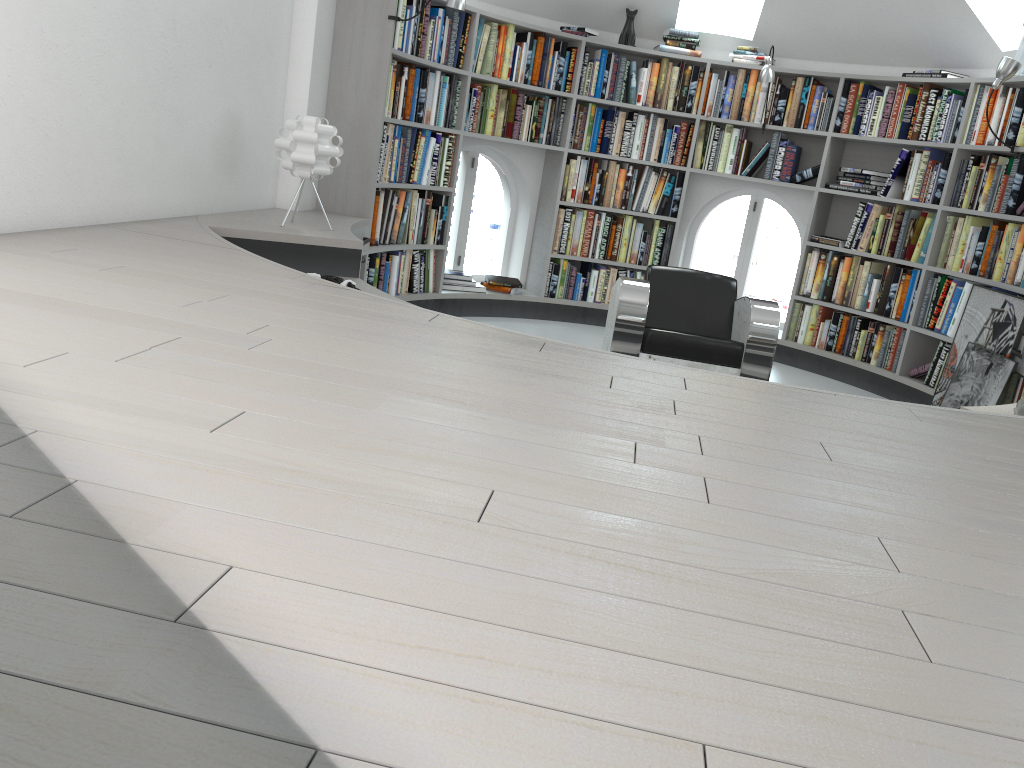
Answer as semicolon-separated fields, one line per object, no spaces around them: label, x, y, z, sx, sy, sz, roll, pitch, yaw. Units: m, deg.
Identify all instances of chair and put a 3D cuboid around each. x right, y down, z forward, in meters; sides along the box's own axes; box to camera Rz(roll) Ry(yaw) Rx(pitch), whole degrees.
chair;0.934;-0.242;4.840;0.823;0.715;0.746;9;14;1

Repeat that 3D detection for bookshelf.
bookshelf;1.175;-1.277;5.908;4.335;1.868;2.121;11;14;7

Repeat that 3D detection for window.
window;0.737;-1.166;6.887;3.229;1.143;0.621;7;14;-7

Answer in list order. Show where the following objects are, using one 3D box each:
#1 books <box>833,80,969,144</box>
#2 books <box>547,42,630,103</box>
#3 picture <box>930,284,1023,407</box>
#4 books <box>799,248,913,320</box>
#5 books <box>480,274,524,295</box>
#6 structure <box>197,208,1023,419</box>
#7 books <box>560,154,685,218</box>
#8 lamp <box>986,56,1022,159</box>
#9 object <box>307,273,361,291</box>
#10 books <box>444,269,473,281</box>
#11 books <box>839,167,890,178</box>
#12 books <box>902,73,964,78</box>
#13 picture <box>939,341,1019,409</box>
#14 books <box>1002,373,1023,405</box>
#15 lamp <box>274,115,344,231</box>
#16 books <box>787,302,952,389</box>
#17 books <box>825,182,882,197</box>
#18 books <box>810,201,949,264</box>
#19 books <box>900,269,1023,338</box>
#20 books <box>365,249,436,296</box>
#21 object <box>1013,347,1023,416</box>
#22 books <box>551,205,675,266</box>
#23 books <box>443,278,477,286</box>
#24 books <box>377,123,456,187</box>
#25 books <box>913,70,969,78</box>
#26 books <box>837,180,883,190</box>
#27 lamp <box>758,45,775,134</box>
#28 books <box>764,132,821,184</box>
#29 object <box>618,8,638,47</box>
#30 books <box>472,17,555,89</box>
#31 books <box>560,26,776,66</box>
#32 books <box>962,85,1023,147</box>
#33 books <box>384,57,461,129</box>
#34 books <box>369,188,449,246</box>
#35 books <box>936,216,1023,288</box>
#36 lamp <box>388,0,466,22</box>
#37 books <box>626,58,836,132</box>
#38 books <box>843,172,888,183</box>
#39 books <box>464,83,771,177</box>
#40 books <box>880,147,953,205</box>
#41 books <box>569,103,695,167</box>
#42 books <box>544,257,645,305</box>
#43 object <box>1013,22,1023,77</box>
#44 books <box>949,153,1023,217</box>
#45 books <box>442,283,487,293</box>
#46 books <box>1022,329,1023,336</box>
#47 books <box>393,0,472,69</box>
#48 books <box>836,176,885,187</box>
books;2.624;-1.801;5.893;0.306;0.365;0.975;-2;18;-38
books;0.525;-2.275;6.484;0.682;0.344;0.267;5;14;-16
picture;2.642;-0.109;5.048;0.090;0.857;0.582;8;14;-4
books;2.435;-0.706;6.164;0.272;0.348;0.877;-3;19;-40
books;-0.071;-0.746;6.672;0.318;0.099;0.293;11;15;8
structure;0.850;-0.225;4.747;4.711;0.689;4.739;-2;18;-37
books;0.815;-1.502;6.712;0.997;0.349;0.299;7;14;-9
lamp;2.799;-1.543;4.964;0.275;0.522;0.113;8;13;-3
object;-0.763;-0.405;3.722;0.218;0.081;0.476;1;17;-30
books;-0.418;-0.806;6.534;0.213;0.036;0.228;5;15;-16
books;2.474;-1.468;6.168;0.269;0.031;0.288;6;15;-13
books;2.785;-1.981;5.777;0.316;0.036;0.338;0;17;-30
picture;2.547;0.076;4.916;0.107;0.552;0.493;8;14;-3
books;2.614;0.191;4.317;0.273;0.296;1.152;14;15;20
lamp;-0.986;-1.020;4.268;0.305;0.521;0.308;8;14;-5
books;2.507;-0.272;6.002;0.359;0.309;1.507;1;17;-30
books;2.455;-1.347;6.196;0.366;0.042;0.390;-4;20;-42
books;2.538;-1.046;6.008;0.252;0.350;0.980;-2;18;-39
books;2.818;-0.423;5.330;0.303;0.356;1.193;6;15;-12
books;-0.819;-0.752;5.824;0.283;0.317;0.921;15;16;24
object;2.088;-0.117;3.294;0.320;0.559;0.323;4;14;-20
books;0.770;-1.131;6.802;1.031;0.355;0.295;7;14;-8
books;-0.423;-0.775;6.541;0.269;0.031;0.288;5;15;-16
books;-0.701;-1.446;5.589;0.261;0.357;1.024;15;16;23
books;2.790;-2.008;5.771;0.233;0.027;0.249;3;16;-20
books;2.460;-1.378;6.189;0.287;0.031;0.269;22;19;40
lamp;1.765;-2.050;6.188;0.113;0.563;0.359;12;14;13
books;2.069;-1.614;6.397;0.400;0.338;0.225;16;15;26
object;0.862;-2.577;6.439;0.147;0.263;0.203;10;14;3
books;-0.066;-2.290;6.144;0.793;0.370;0.270;-3;18;-39
books;0.527;-2.505;6.135;2.812;0.172;0.753;3;16;-22
books;3.008;-1.508;5.023;0.292;0.360;1.021;6;15;-11
books;-0.671;-1.820;5.543;0.304;0.345;1.092;14;15;21
books;-0.885;-0.869;5.473;0.391;0.691;1.649;13;15;16
books;2.899;-0.767;5.180;0.275;0.345;1.028;7;15;-8
lamp;-0.460;-2.161;4.946;0.414;0.310;0.117;10;13;4
books;1.588;-2.118;6.480;1.567;0.364;0.396;12;14;12
books;2.470;-1.438;6.175;0.213;0.036;0.228;0;17;-32
books;0.690;-1.843;6.460;2.527;0.368;0.595;6;15;-12
books;2.737;-1.354;5.794;0.256;0.348;0.557;-1;17;-36
books;0.869;-1.876;6.667;1.027;0.357;0.303;7;14;-7
books;0.698;-0.785;6.878;1.018;0.304;0.290;7;14;-8
object;3.019;-2.005;5.149;0.179;0.469;0.180;13;14;15
books;2.950;-1.137;5.098;0.279;0.356;1.060;7;15;-8
books;-0.428;-0.743;6.549;0.365;0.042;0.391;2;16;-26
books;2.736;-0.188;4.286;0.366;0.042;0.390;11;15;6
books;-0.608;-2.185;5.435;0.301;0.359;1.037;15;15;22
books;2.465;-1.408;6.182;0.269;0.031;0.287;0;17;-32
